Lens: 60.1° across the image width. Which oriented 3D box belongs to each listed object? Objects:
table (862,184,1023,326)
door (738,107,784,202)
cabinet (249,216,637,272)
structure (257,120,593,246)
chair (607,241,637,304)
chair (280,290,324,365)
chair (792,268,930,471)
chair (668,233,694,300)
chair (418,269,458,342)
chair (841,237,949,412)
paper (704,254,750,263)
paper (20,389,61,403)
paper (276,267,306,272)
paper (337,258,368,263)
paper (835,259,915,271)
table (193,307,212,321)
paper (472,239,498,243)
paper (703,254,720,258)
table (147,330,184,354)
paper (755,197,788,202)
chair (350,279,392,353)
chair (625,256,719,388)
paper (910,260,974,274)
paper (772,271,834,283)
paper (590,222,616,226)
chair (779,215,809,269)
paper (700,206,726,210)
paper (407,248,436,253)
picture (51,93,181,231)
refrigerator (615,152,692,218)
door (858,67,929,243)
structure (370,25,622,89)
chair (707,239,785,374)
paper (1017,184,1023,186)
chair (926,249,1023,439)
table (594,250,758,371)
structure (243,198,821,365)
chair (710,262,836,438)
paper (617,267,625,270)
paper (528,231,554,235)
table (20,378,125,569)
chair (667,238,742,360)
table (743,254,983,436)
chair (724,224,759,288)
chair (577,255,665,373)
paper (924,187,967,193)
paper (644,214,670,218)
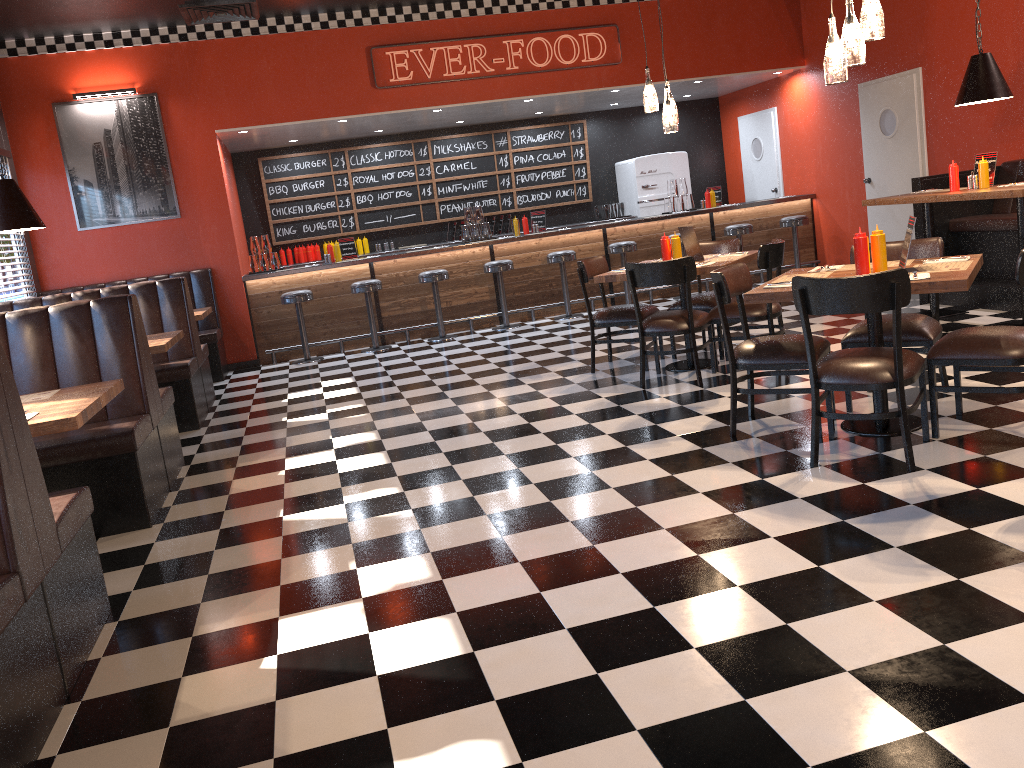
[{"bbox_3d":[3.535,-0.981,6.763,0.697,0.993,1.701,-10,11,-12],"label":"table"},{"bbox_3d":[3.493,-2.682,12.369,0.162,2.165,1.032,-10,9,-12],"label":"door"},{"bbox_3d":[-0.805,-1.457,12.216,5.293,0.992,0.679,-10,10,-13],"label":"cabinet"},{"bbox_3d":[-1.083,-2.803,12.232,4.550,1.139,0.201,-10,9,-13],"label":"structure"},{"bbox_3d":[1.336,-1.287,10.436,0.348,0.769,0.351,-2,11,32],"label":"chair"},{"bbox_3d":[-2.280,-0.627,9.620,0.348,0.769,0.351,-2,11,32],"label":"chair"},{"bbox_3d":[1.575,-0.096,3.988,0.486,0.862,0.549,-2,11,32],"label":"chair"},{"bbox_3d":[2.060,-1.418,10.599,0.349,0.769,0.350,-10,9,-12],"label":"chair"},{"bbox_3d":[-0.833,-0.891,9.946,0.348,0.769,0.351,-1,11,37],"label":"chair"},{"bbox_3d":[2.086,-0.331,4.823,0.486,0.862,0.548,-1,11,35],"label":"chair"},{"bbox_3d":[1.510,-0.888,6.286,0.261,0.001,0.368,-1,13,32],"label":"paper"},{"bbox_3d":[-2.280,0.078,4.037,0.366,0.001,0.262,-11,11,-15],"label":"paper"},{"bbox_3d":[-2.460,-1.288,9.924,0.366,0.001,0.262,-10,11,-11],"label":"paper"},{"bbox_3d":[-1.812,-1.409,10.084,0.366,0.001,0.262,-10,11,-11],"label":"paper"},{"bbox_3d":[1.918,-0.628,4.684,0.365,0.001,0.263,-1,13,31],"label":"paper"},{"bbox_3d":[-3.669,-0.178,8.317,1.694,0.769,0.962,-10,10,-12],"label":"table"},{"bbox_3d":[-0.312,-1.684,10.432,0.366,0.001,0.262,-10,11,-11],"label":"paper"},{"bbox_3d":[1.384,-0.961,6.744,0.365,0.001,0.263,0,13,34],"label":"paper"},{"bbox_3d":[-3.106,0.195,6.026,1.694,0.769,0.962,-10,10,-12],"label":"table"},{"bbox_3d":[3.296,-2.345,11.262,0.365,0.001,0.263,-8,11,-2],"label":"paper"},{"bbox_3d":[-1.557,-0.759,9.783,0.348,0.769,0.351,-1,11,37],"label":"chair"},{"bbox_3d":[1.100,-0.447,6.101,0.486,0.862,0.549,-3,10,26],"label":"chair"},{"bbox_3d":[2.047,-0.559,4.242,0.261,0.001,0.368,-1,13,33],"label":"paper"},{"bbox_3d":[1.493,-0.546,4.564,0.261,0.001,0.368,-1,13,30],"label":"paper"},{"bbox_3d":[1.106,-1.940,10.740,0.366,0.001,0.262,-11,11,-16],"label":"paper"},{"bbox_3d":[3.506,-1.682,10.925,0.348,0.769,0.351,-2,11,32],"label":"chair"},{"bbox_3d":[2.524,-2.205,11.088,0.366,0.001,0.262,-10,11,-12],"label":"paper"},{"bbox_3d":[-1.041,-1.554,10.281,0.366,0.001,0.262,-10,11,-11],"label":"paper"},{"bbox_3d":[-4.103,-2.311,9.219,1.025,1.293,0.016,-10,9,-13],"label":"picture"},{"bbox_3d":[2.098,-2.368,12.723,0.804,1.791,0.854,-10,9,-12],"label":"refrigerator"},{"bbox_3d":[4.159,-2.240,9.659,0.162,2.165,1.032,-10,9,-12],"label":"door"},{"bbox_3d":[-0.139,-3.690,9.980,2.879,0.436,0.122,-10,9,-13],"label":"structure"},{"bbox_3d":[1.679,-0.556,6.246,0.544,0.862,0.490,-3,10,27],"label":"chair"},{"bbox_3d":[3.752,-1.411,6.202,0.261,0.001,0.367,-10,11,-10],"label":"paper"},{"bbox_3d":[2.259,-0.212,4.099,0.544,0.862,0.490,0,12,41],"label":"chair"},{"bbox_3d":[1.285,-0.510,6.533,0.956,0.769,0.967,-1,12,32],"label":"table"},{"bbox_3d":[0.514,-1.234,10.525,7.051,1.033,0.217,-10,9,-13],"label":"structure"},{"bbox_3d":[1.362,-0.200,4.666,0.544,0.862,0.490,-3,11,29],"label":"chair"},{"bbox_3d":[0.940,-0.878,6.636,0.261,0.001,0.368,-1,13,32],"label":"paper"},{"bbox_3d":[0.353,-1.804,10.575,0.366,0.001,0.262,-10,11,-11],"label":"paper"},{"bbox_3d":[-2.537,0.573,3.710,1.694,0.769,0.962,-10,10,-12],"label":"table"},{"bbox_3d":[1.541,-0.672,6.932,0.486,0.862,0.548,1,13,44],"label":"chair"},{"bbox_3d":[1.812,-0.172,4.450,0.959,0.769,0.964,-1,12,32],"label":"table"},{"bbox_3d":[2.783,-1.550,10.762,0.349,0.769,0.350,-9,9,-7],"label":"chair"},{"bbox_3d":[0.824,-0.561,6.874,0.544,0.862,0.490,-3,10,27],"label":"chair"},{"bbox_3d":[3.532,-1.564,7.130,0.261,0.001,0.367,-10,11,-10],"label":"paper"},{"bbox_3d":[1.803,-2.075,10.933,0.366,0.001,0.262,-10,11,-11],"label":"paper"}]
